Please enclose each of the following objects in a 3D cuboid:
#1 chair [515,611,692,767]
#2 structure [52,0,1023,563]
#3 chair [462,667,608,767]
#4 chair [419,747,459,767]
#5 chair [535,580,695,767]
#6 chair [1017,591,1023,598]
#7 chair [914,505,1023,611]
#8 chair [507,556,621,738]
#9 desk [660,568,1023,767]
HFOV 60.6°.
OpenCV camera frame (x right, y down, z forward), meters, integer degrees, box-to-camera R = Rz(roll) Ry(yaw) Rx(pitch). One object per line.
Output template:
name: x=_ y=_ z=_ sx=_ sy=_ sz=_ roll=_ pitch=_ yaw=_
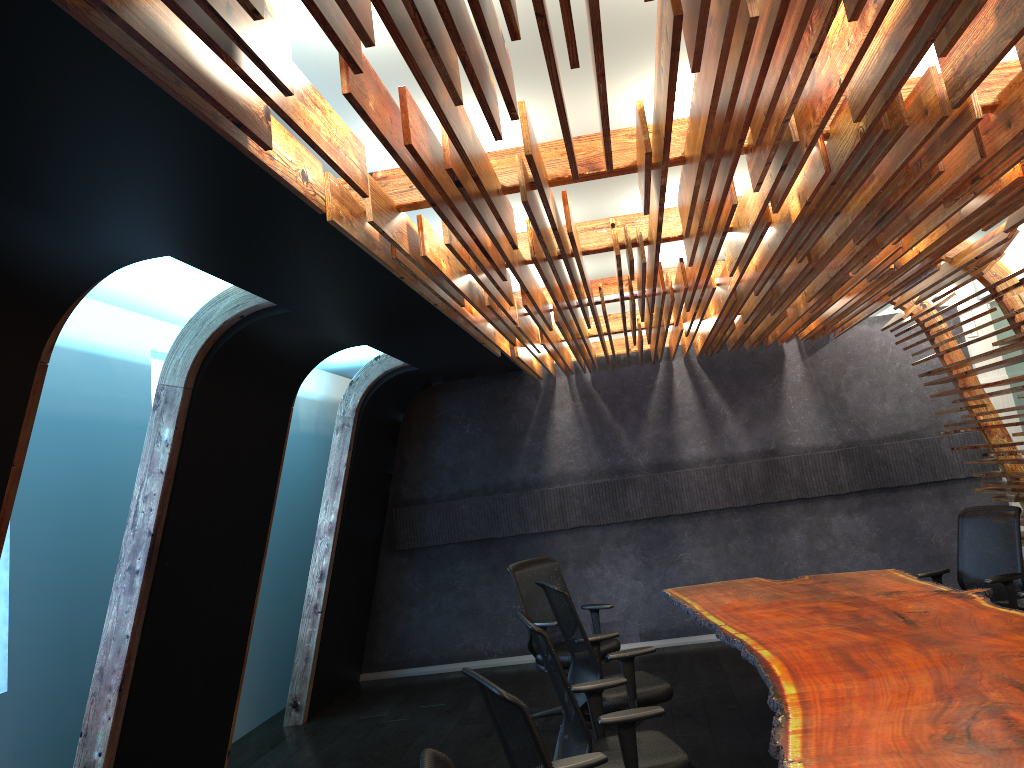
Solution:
chair: x=0.501 y=1.663 z=4.075 sx=0.798 sy=1.269 sz=0.791 roll=-6 pitch=-12 yaw=-9
structure: x=1.794 y=0.394 z=3.845 sx=4.516 sy=3.062 sz=11.240 roll=-9 pitch=-7 yaw=7
chair: x=0.332 y=1.551 z=2.909 sx=0.798 sy=1.269 sz=0.791 roll=-3 pitch=-13 yaw=-18
chair: x=0.260 y=1.443 z=1.891 sx=0.798 sy=1.269 sz=0.791 roll=-6 pitch=-12 yaw=-9
chair: x=0.647 y=1.792 z=5.365 sx=0.798 sy=1.269 sz=0.790 roll=-5 pitch=-12 yaw=-13
chair: x=3.228 y=1.393 z=4.909 sx=0.797 sy=1.269 sz=0.792 roll=-7 pitch=-12 yaw=-3
chair: x=3.235 y=1.535 z=6.153 sx=0.798 sy=1.269 sz=0.790 roll=-4 pitch=-13 yaw=-18
chair: x=0.482 y=1.977 z=6.772 sx=0.778 sy=1.269 sz=0.811 roll=-18 pitch=-16 yaw=40
desk: x=1.842 y=1.686 z=4.028 sx=2.031 sy=0.836 sz=6.525 roll=-9 pitch=-7 yaw=7
